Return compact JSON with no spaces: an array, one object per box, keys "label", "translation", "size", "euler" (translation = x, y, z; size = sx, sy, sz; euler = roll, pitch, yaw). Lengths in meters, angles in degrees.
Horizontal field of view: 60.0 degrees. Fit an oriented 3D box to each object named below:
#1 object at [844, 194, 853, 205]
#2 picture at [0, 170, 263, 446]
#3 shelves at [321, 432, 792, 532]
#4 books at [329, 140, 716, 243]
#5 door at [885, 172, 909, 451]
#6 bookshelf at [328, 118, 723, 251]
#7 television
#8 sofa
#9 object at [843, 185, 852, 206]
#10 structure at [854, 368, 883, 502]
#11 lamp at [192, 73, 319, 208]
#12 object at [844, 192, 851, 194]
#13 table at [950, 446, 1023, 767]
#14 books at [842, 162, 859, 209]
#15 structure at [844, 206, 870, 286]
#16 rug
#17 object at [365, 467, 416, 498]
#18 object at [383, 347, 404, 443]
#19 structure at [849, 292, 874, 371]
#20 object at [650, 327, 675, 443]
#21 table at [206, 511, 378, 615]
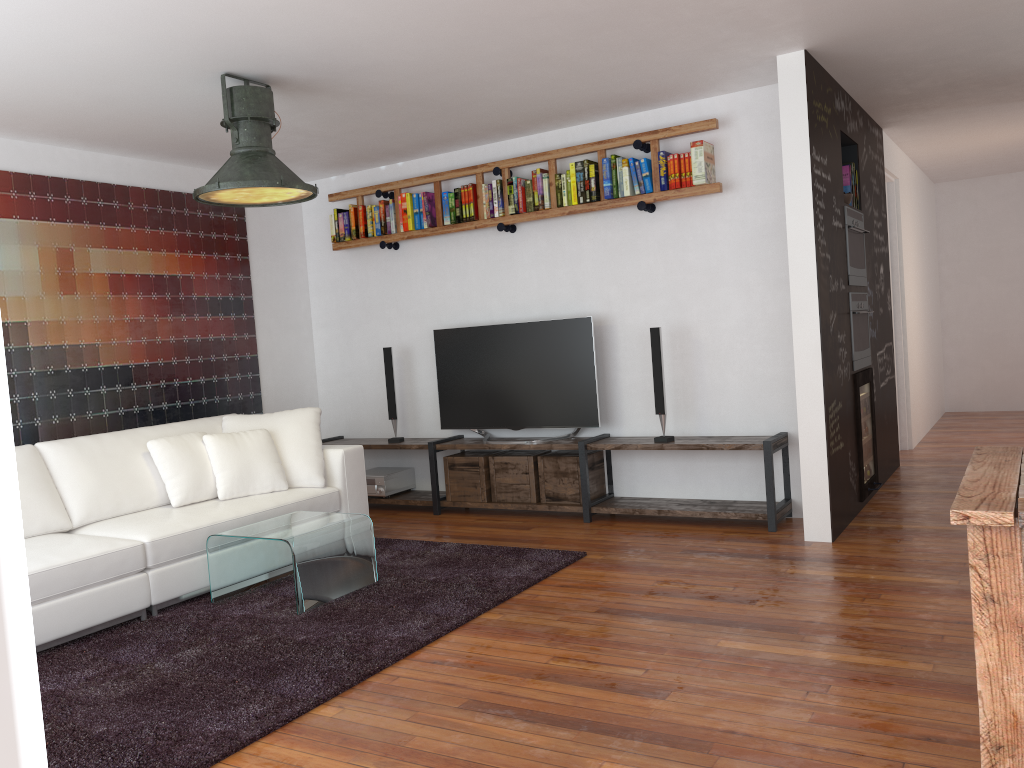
[{"label":"object","translation":[1.998,-1.107,5.374],"size":[0.132,0.069,0.132],"euler":[-6,3,-25]},{"label":"picture","translation":[-2.588,-0.164,5.339],"size":[0.007,2.136,2.770],"euler":[-2,3,31]},{"label":"shelves","translation":[0.058,0.611,5.949],"size":[3.473,0.506,0.414],"euler":[-2,3,31]},{"label":"books","translation":[1.165,-2.168,5.403],"size":[5.671,1.974,0.733],"euler":[-3,3,20]},{"label":"door","translation":[2.976,-0.531,7.013],"size":[0.120,2.236,0.823],"euler":[-2,3,31]},{"label":"bookshelf","translation":[-0.051,-1.249,5.941],"size":[2.983,0.465,0.161],"euler":[-2,3,31]},{"label":"television","translation":[0.017,-0.012,5.919],"size":[1.230,0.786,0.298],"euler":[-2,3,31]},{"label":"sofa","translation":[-2.087,0.686,4.287],"size":[0.987,0.842,3.086],"euler":[-2,3,31]},{"label":"object","translation":[2.037,-1.151,5.513],"size":[0.136,0.136,0.110],"euler":[-3,3,24]},{"label":"structure","translation":[2.214,0.297,5.467],"size":[0.081,0.763,0.582],"euler":[-2,3,31]},{"label":"lamp","translation":[-1.249,-1.175,4.254],"size":[0.572,0.561,0.572],"euler":[-2,4,36]},{"label":"object","translation":[2.004,-1.142,5.368],"size":[0.077,0.042,0.116],"euler":[-1,4,44]},{"label":"table","translation":[2.034,0.563,1.865],"size":[1.910,0.735,0.969],"euler":[-2,3,31]},{"label":"books","translation":[2.071,-1.244,5.652],"size":[0.230,0.303,0.152],"euler":[-2,3,31]},{"label":"structure","translation":[2.123,-0.832,5.412],"size":[0.052,0.462,0.585],"euler":[-2,3,31]},{"label":"rug","translation":[-1.236,1.064,3.814],"size":[1.895,0.019,3.193],"euler":[-2,3,31]},{"label":"object","translation":[-0.965,0.729,6.558],"size":[0.350,0.170,0.400],"euler":[-3,3,30]},{"label":"object","translation":[-0.862,0.078,6.393],"size":[0.089,0.687,0.089],"euler":[-3,3,16]},{"label":"structure","translation":[2.160,-0.332,5.439],"size":[0.052,0.462,0.585],"euler":[-2,3,31]},{"label":"object","translation":[0.890,0.004,5.310],"size":[0.089,0.687,0.089],"euler":[-2,4,41]},{"label":"table","translation":[-1.062,0.847,4.307],"size":[0.565,0.337,0.551],"euler":[-2,3,31]}]
